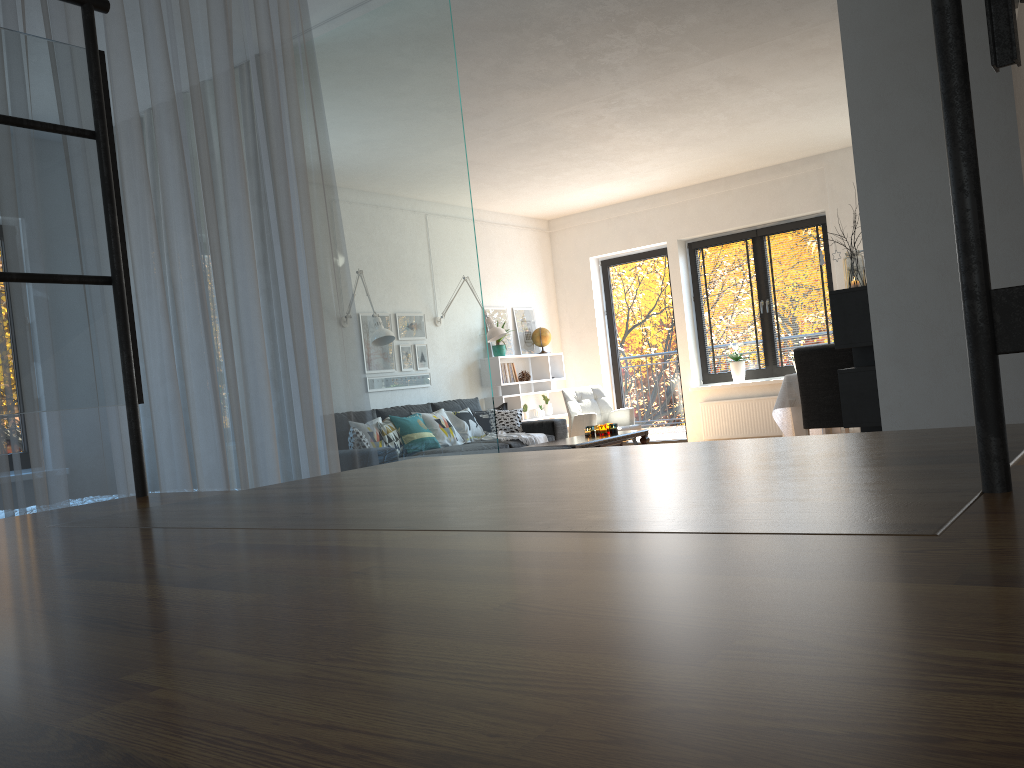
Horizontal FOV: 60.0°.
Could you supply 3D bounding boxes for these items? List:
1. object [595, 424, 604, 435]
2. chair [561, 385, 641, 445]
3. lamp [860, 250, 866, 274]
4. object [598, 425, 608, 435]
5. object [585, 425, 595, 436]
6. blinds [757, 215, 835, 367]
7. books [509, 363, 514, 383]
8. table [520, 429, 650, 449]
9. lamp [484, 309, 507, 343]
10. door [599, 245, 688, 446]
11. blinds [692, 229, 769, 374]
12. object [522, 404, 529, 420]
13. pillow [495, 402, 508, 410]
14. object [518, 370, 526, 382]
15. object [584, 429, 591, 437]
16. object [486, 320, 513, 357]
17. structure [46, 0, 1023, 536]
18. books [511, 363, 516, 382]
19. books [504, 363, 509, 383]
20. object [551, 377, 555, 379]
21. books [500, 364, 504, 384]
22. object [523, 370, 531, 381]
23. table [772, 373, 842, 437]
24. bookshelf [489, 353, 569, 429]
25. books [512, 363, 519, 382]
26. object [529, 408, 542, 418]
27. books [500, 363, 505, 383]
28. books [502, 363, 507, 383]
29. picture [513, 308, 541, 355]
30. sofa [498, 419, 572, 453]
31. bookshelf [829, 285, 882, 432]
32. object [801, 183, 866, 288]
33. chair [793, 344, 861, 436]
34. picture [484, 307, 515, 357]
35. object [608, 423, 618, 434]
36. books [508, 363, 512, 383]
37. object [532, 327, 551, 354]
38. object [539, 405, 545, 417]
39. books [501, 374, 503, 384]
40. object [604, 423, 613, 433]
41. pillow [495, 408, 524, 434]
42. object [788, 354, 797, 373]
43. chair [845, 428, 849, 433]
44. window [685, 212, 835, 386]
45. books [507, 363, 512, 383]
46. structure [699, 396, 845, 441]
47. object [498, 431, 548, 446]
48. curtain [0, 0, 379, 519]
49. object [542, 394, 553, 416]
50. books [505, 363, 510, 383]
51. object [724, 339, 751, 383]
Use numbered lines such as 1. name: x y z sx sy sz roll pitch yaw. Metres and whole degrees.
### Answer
1. object: 0.744 0.389 7.541 0.079 0.081 0.079 -6 0 31
2. chair: 0.886 0.427 8.902 0.545 0.832 0.685 -6 0 -29
3. lamp: 2.952 -1.541 6.936 0.760 1.284 0.131 -6 0 37
4. object: 0.767 0.385 7.455 0.079 0.081 0.079 -6 0 31
5. object: 0.666 0.397 7.531 0.079 0.081 0.079 -6 0 31
6. blinds: 2.863 -0.903 8.823 0.711 1.422 0.049 -6 0 37
7. books: -0.055 -0.110 9.178 0.133 0.208 0.044 -6 0 37
8. table: 0.619 0.647 7.268 0.570 0.409 1.178 -6 0 36
9. lamp: -0.399 -0.710 8.495 0.698 0.670 0.200 -6 0 27
10. door: 1.509 -0.360 9.913 0.977 2.275 0.119 -6 0 37
11. blinds: 2.286 -0.838 9.253 0.711 1.422 0.049 -6 0 37
12. object: 0.124 0.290 9.249 0.088 0.173 0.087 -6 0 -38
13. pillow: -0.221 0.372 8.330 0.449 0.358 0.234 -6 0 -27
14. object: 0.104 -0.083 9.411 0.102 0.127 0.094 -6 0 -8
15. object: 0.637 0.410 7.460 0.060 0.061 0.059 -6 0 42
16. object: -0.141 -0.463 9.134 0.387 0.372 0.424 -6 0 23
17. structure: 0.903 -1.108 2.046 2.687 4.131 4.578 -6 0 36
18. books: -0.033 -0.112 9.208 0.128 0.211 0.061 -6 0 37
19. books: -0.109 -0.105 9.093 0.133 0.210 0.044 -6 0 37
20. object: 0.421 -0.169 9.875 0.066 0.230 0.075 -6 0 16
21. books: -0.151 -0.098 9.044 0.136 0.210 0.033 -6 0 37
22. object: 0.154 -0.086 9.474 0.101 0.125 0.096 -6 0 -38
23. table: 3.130 0.205 6.965 1.858 0.763 1.234 -6 0 37
24. bookshelf: 0.184 0.295 9.455 0.238 1.200 1.189 -6 0 36
25. books: -0.011 -0.114 9.231 0.132 0.204 0.070 -6 0 37
26. object: 0.252 0.316 9.495 0.134 0.097 0.132 -6 0 7
27. books: -0.140 -0.102 9.056 0.129 0.209 0.035 -6 0 37
28. books: -0.128 -0.102 9.075 0.136 0.209 0.044 -6 0 37
29. picture: 0.168 -0.574 9.743 0.059 0.532 0.389 -6 0 36
30. sofa: -0.200 0.526 7.223 2.165 0.848 2.506 -6 0 36
31. bookshelf: 2.110 0.082 4.884 0.238 1.200 1.189 -6 0 36
32. object: 1.702 -0.740 4.587 0.426 0.522 0.298 -6 0 33
33. chair: 2.515 0.171 6.756 0.462 0.960 0.544 -6 0 42
34. picture: -0.134 -0.544 9.333 0.059 0.532 0.389 -6 0 36
35. object: 0.857 0.376 7.488 0.079 0.081 0.079 -6 0 31
36. books: -0.067 -0.106 9.160 0.131 0.204 0.035 -6 0 37
37. object: 0.329 -0.476 9.760 0.216 0.305 0.216 -6 0 -37
38. object: 0.319 0.289 9.616 0.072 0.137 0.072 -6 0 17
39. books: -0.163 -0.098 9.025 0.129 0.205 0.043 -6 0 36
40. object: 0.830 0.380 7.590 0.079 0.081 0.079 -6 0 31
41. pillow: -0.042 0.368 8.268 0.358 0.312 0.169 -6 0 -13
42. object: 2.867 -0.189 8.730 0.267 0.237 0.283 -6 0 18
43. chair: 3.098 0.113 7.547 0.462 0.960 0.544 -6 0 37
44. window: 10.293 0.593 18.154 21.817 18.373 12.978 -6 0 -23
45. books: -0.079 -0.107 9.141 0.133 0.209 0.044 -6 0 36
46. structure: 2.578 0.354 8.877 1.458 0.459 0.078 -6 0 35
47. object: -0.034 0.525 7.872 0.606 0.212 0.488 -6 0 33
48. curtain: -1.165 -0.409 2.691 0.154 2.733 1.807 -6 0 39
49. object: 0.388 0.233 9.704 0.098 0.236 0.097 -6 0 24
50. books: -0.096 -0.105 9.120 0.135 0.208 0.048 -6 0 37
51. object: 2.304 -0.230 9.074 0.286 0.444 0.340 -6 0 25
